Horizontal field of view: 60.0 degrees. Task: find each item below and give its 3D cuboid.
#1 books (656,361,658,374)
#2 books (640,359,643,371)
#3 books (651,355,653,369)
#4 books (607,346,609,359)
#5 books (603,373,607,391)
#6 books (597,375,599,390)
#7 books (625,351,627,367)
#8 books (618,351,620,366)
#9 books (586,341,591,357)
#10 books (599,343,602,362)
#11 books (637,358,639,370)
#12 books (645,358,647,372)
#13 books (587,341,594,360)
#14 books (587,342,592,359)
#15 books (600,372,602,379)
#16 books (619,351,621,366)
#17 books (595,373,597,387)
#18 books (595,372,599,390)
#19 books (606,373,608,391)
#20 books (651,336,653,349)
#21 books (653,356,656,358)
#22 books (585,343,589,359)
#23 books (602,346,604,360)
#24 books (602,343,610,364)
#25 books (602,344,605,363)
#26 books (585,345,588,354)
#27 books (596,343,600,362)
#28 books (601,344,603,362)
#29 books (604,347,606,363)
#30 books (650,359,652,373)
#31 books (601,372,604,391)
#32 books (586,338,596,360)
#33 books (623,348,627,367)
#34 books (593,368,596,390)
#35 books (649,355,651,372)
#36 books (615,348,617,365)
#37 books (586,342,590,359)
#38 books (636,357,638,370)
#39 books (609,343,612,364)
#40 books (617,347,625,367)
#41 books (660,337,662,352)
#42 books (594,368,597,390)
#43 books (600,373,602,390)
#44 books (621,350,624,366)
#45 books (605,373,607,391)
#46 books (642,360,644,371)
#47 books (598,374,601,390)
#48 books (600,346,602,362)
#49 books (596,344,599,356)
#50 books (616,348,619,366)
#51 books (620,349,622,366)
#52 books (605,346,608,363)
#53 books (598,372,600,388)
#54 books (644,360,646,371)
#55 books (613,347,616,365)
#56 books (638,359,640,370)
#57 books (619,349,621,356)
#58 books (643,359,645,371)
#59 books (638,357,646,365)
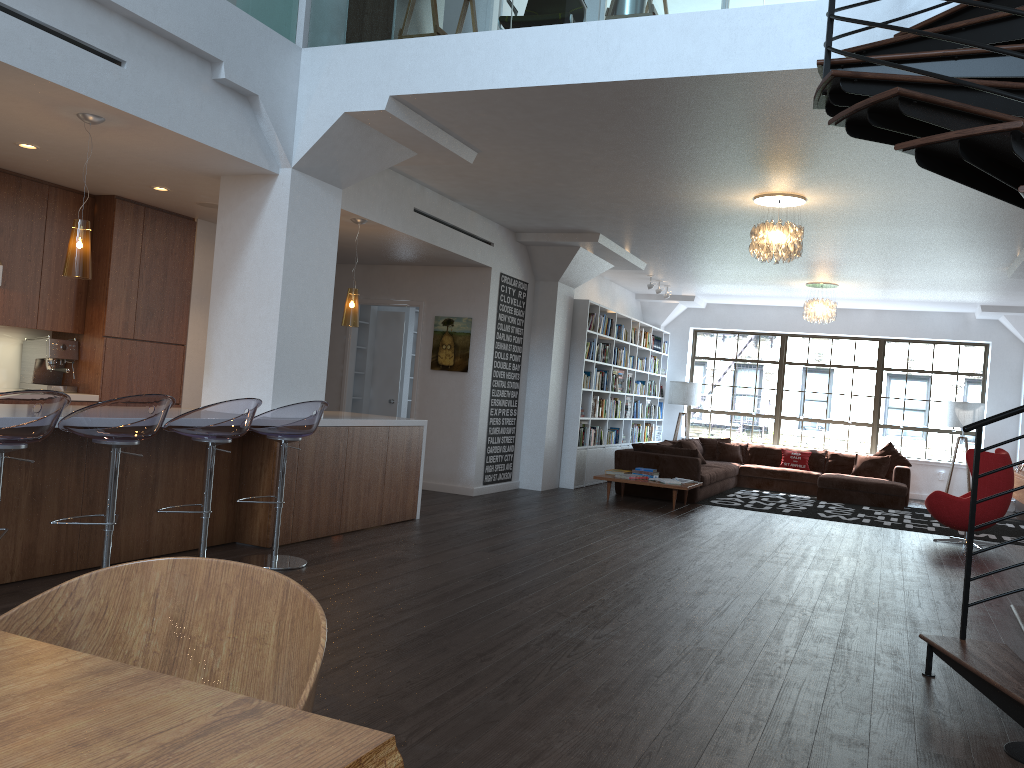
[{"bbox_3d":[2.350,-0.283,14.859,0.161,0.223,0.027,5,-1,23],"label":"books"},{"bbox_3d":[1.993,-0.301,14.042,0.134,0.184,0.030,5,-1,23],"label":"books"},{"bbox_3d":[2.199,-0.332,14.502,0.176,0.290,0.053,5,-1,23],"label":"books"},{"bbox_3d":[1.250,-0.411,12.315,0.160,0.251,0.031,5,-1,23],"label":"books"},{"bbox_3d":[1.207,-0.031,12.241,0.174,0.239,0.045,5,-1,23],"label":"books"},{"bbox_3d":[1.084,-0.047,11.970,0.170,0.245,0.057,5,-1,23],"label":"books"},{"bbox_3d":[1.618,-0.374,13.130,0.159,0.250,0.026,5,-1,23],"label":"books"},{"bbox_3d":[1.474,-0.375,12.803,0.161,0.223,0.026,5,-1,23],"label":"books"},{"bbox_3d":[0.939,-0.438,11.562,0.172,0.239,0.093,5,-1,23],"label":"books"},{"bbox_3d":[1.115,-0.429,12.004,0.180,0.259,0.042,5,-1,23],"label":"books"},{"bbox_3d":[1.900,-0.314,13.802,0.139,0.191,0.036,5,-1,23],"label":"books"},{"bbox_3d":[2.084,-0.312,14.256,0.158,0.226,0.052,5,-1,23],"label":"books"},{"bbox_3d":[0.961,-0.437,11.596,0.174,0.242,0.105,5,-1,23],"label":"books"},{"bbox_3d":[0.932,-0.437,11.518,0.172,0.235,0.112,5,-1,23],"label":"books"},{"bbox_3d":[1.132,-0.045,12.127,0.182,0.253,0.034,5,-1,23],"label":"books"},{"bbox_3d":[1.487,-0.374,12.827,0.161,0.223,0.027,5,-1,23],"label":"books"},{"bbox_3d":[1.047,-0.039,11.891,0.161,0.223,0.027,5,-1,23],"label":"books"},{"bbox_3d":[1.067,-0.045,11.921,0.174,0.239,0.045,5,-1,23],"label":"books"},{"bbox_3d":[1.240,-0.034,12.307,0.182,0.253,0.034,5,-1,23],"label":"books"},{"bbox_3d":[2.208,-0.673,14.455,0.161,0.223,0.032,5,-1,23],"label":"books"},{"bbox_3d":[2.304,-0.321,14.754,0.176,0.290,0.036,5,-1,23],"label":"books"},{"bbox_3d":[0.901,-0.431,11.464,0.161,0.218,0.101,5,-1,23],"label":"books"},{"bbox_3d":[1.163,-0.406,12.109,0.161,0.223,0.033,5,-1,23],"label":"books"},{"bbox_3d":[1.259,-0.427,12.356,0.198,0.284,0.049,5,-1,23],"label":"books"},{"bbox_3d":[1.177,-0.420,12.144,0.183,0.253,0.042,5,-1,23],"label":"books"},{"bbox_3d":[0.874,-0.416,11.390,0.161,0.182,0.170,5,-1,23],"label":"books"},{"bbox_3d":[1.087,-0.430,11.922,0.183,0.253,0.042,5,-1,23],"label":"books"},{"bbox_3d":[1.151,-0.419,12.075,0.171,0.246,0.039,5,-1,23],"label":"books"},{"bbox_3d":[1.203,-0.403,12.172,0.161,0.223,0.032,5,-1,23],"label":"books"},{"bbox_3d":[2.189,-0.300,14.462,0.161,0.223,0.026,5,-1,23],"label":"books"},{"bbox_3d":[1.166,-0.042,12.149,0.182,0.253,0.034,5,-1,23],"label":"books"},{"bbox_3d":[1.001,-0.457,11.664,0.176,0.290,0.053,5,-1,23],"label":"books"},{"bbox_3d":[1.578,-0.394,13.068,0.197,0.283,0.065,5,-1,23],"label":"books"},{"bbox_3d":[1.006,-0.074,11.799,0.197,0.283,0.065,5,-1,23],"label":"books"},{"bbox_3d":[2.148,-0.334,14.404,0.198,0.284,0.066,5,-1,23],"label":"books"},{"bbox_3d":[1.397,-0.391,12.616,0.174,0.239,0.045,5,-1,23],"label":"books"},{"bbox_3d":[0.917,-0.436,11.490,0.152,0.232,0.104,5,-1,23],"label":"books"},{"bbox_3d":[1.880,-0.322,13.746,0.146,0.202,0.027,5,-1,23],"label":"books"},{"bbox_3d":[1.295,-0.427,12.397,0.176,0.291,0.053,5,-1,23],"label":"books"},{"bbox_3d":[1.558,-0.400,13.011,0.176,0.290,0.053,5,-1,23],"label":"books"},{"bbox_3d":[2.427,-0.665,14.989,0.183,0.253,0.042,5,-1,23],"label":"books"},{"bbox_3d":[1.034,-0.074,11.853,0.176,0.290,0.053,5,-1,23],"label":"books"},{"bbox_3d":[1.130,-0.034,12.088,0.167,0.230,0.037,5,-1,23],"label":"books"},{"bbox_3d":[1.531,-0.377,12.938,0.174,0.239,0.045,5,-1,23],"label":"books"},{"bbox_3d":[1.217,-0.036,12.280,0.182,0.253,0.034,5,-1,23],"label":"books"},{"bbox_3d":[2.020,-0.295,14.082,0.128,0.178,0.022,5,-1,23],"label":"books"},{"bbox_3d":[1.116,-0.032,12.029,0.161,0.223,0.027,5,-1,23],"label":"books"},{"bbox_3d":[1.133,-0.423,12.040,0.160,0.251,0.039,5,-1,23],"label":"books"},{"bbox_3d":[1.050,-0.424,11.840,0.174,0.236,0.142,5,-1,24],"label":"books"},{"bbox_3d":[1.435,-0.394,12.709,0.182,0.253,0.034,5,-1,23],"label":"books"},{"bbox_3d":[1.508,-0.383,12.892,0.170,0.245,0.057,5,-1,23],"label":"books"},{"bbox_3d":[1.229,-0.408,12.243,0.174,0.240,0.054,5,-1,23],"label":"books"},{"bbox_3d":[1.099,-0.047,12.009,0.159,0.250,0.026,5,-1,23],"label":"books"},{"bbox_3d":[2.055,-0.298,14.171,0.139,0.191,0.036,5,-1,23],"label":"books"},{"bbox_3d":[1.372,-0.401,12.547,0.182,0.253,0.034,5,-1,23],"label":"books"},{"bbox_3d":[1.923,-0.302,13.852,0.126,0.173,0.032,5,-1,23],"label":"books"},{"bbox_3d":[1.491,-0.387,12.855,0.159,0.250,0.026,5,-1,23],"label":"books"},{"bbox_3d":[2.037,-0.302,14.134,0.136,0.196,0.045,5,-1,23],"label":"books"},{"bbox_3d":[2.068,-0.317,14.210,0.140,0.231,0.042,5,-1,23],"label":"books"}]
